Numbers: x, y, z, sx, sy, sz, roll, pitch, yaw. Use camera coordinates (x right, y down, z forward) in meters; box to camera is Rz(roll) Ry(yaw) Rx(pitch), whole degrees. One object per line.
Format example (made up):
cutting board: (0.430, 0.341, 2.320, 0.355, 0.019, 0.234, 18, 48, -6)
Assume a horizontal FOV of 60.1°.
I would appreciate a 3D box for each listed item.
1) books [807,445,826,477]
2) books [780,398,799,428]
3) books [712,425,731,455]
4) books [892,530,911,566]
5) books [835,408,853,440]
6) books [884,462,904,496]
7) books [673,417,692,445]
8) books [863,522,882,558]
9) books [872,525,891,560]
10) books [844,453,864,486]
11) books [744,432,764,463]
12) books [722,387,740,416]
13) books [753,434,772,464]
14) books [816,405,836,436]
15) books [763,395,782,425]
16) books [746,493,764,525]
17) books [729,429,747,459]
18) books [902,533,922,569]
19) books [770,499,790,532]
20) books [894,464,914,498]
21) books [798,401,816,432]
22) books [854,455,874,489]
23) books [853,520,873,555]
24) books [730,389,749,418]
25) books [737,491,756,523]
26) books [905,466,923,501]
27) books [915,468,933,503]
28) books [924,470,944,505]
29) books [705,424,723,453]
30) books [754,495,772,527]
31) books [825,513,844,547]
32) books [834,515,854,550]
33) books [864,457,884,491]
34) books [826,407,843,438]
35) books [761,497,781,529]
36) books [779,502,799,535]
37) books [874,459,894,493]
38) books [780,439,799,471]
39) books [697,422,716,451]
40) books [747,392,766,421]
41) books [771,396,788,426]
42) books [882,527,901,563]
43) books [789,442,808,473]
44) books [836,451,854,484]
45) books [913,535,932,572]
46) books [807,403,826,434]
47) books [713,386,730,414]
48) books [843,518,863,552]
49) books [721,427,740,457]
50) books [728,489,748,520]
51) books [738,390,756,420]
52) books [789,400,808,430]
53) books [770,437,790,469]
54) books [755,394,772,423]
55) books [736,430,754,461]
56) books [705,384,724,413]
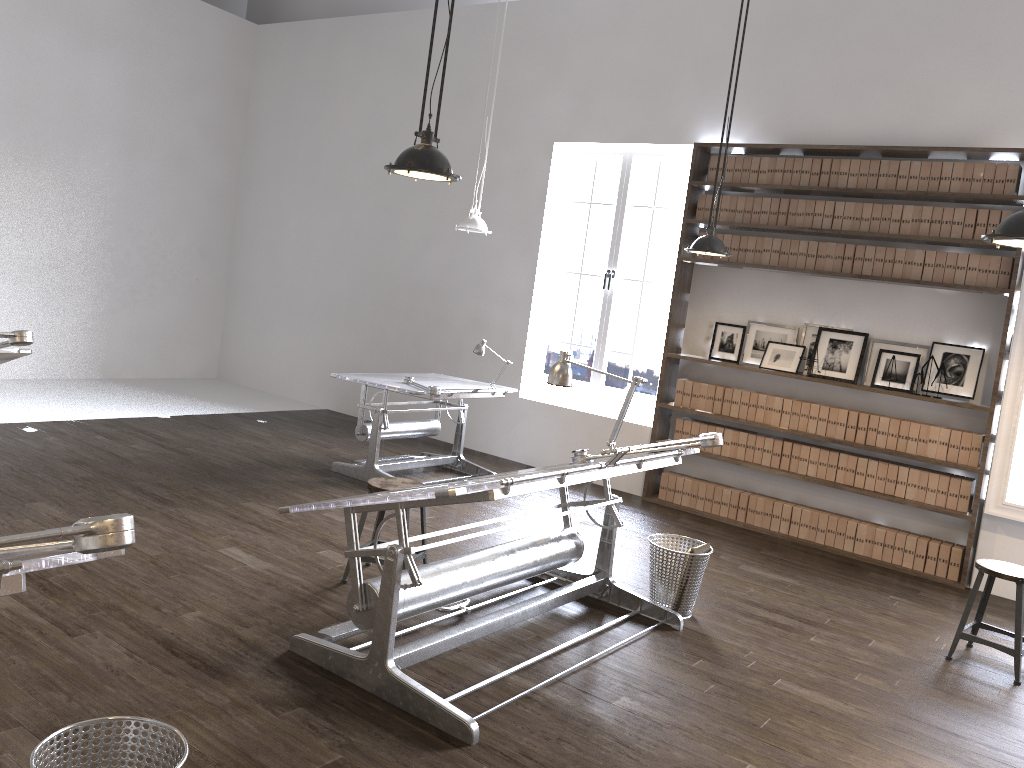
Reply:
books: (2.334, 0.591, 6.782, 0.067, 0.225, 0.174, 10, 5, 35)
books: (2.167, 0.228, 6.913, 0.067, 0.225, 0.174, 10, 5, 35)
books: (1.715, 0.458, 7.226, 0.067, 0.225, 0.174, 10, 5, 35)
books: (2.822, 1.186, 6.413, 0.067, 0.225, 0.174, 10, 5, 35)
books: (2.504, 0.301, 6.673, 0.067, 0.225, 0.174, 10, 5, 35)
books: (2.786, 0.689, 6.458, 0.067, 0.225, 0.174, 10, 5, 35)
books: (1.430, 0.396, 7.431, 0.067, 0.225, 0.174, 10, 5, 35)
books: (2.656, 1.150, 6.531, 0.067, 0.225, 0.174, 10, 5, 35)
books: (2.707, 1.162, 6.489, 0.067, 0.225, 0.174, 10, 5, 35)
books: (2.555, 0.640, 6.618, 0.067, 0.225, 0.174, 10, 5, 35)
books: (1.934, 0.504, 7.074, 0.067, 0.225, 0.174, 10, 5, 35)
books: (1.783, 0.144, 7.197, 0.067, 0.225, 0.174, 10, 5, 35)
books: (1.991, 0.517, 7.033, 0.067, 0.225, 0.174, 10, 5, 35)
books: (2.393, 0.277, 6.748, 0.067, 0.225, 0.174, 10, 5, 35)
books: (2.060, 0.205, 6.994, 0.067, 0.225, 0.174, 10, 5, 35)
books: (1.939, 0.995, 7.052, 0.067, 0.225, 0.174, 10, 5, 35)
books: (1.826, 0.481, 7.151, 0.067, 0.225, 0.174, 10, 5, 35)
books: (2.876, 1.198, 6.369, 0.067, 0.225, 0.174, 10, 5, 35)
books: (2.097, 1.030, 6.930, 0.067, 0.225, 0.174, 10, 5, 35)
books: (2.840, 0.701, 6.414, 0.067, 0.225, 0.174, 10, 5, 35)
books: (2.283, 0.253, 6.837, 0.067, 0.225, 0.174, 10, 5, 35)
books: (2.613, 0.652, 6.576, 0.067, 0.225, 0.174, 10, 5, 35)
books: (2.605, 1.140, 6.566, 0.067, 0.225, 0.174, 10, 5, 35)
books: (1.837, 0.157, 7.152, 0.067, 0.225, 0.174, 10, 5, 35)
books: (1.877, 0.982, 7.090, 0.067, 0.225, 0.174, 10, 5, 35)
books: (2.899, 0.714, 6.374, 0.067, 0.225, 0.174, 10, 5, 35)
books: (2.951, 0.725, 6.338, 0.067, 0.225, 0.174, 10, 5, 35)
books: (3.001, 0.736, 6.296, 0.067, 0.225, 0.174, 10, 5, 35)
books: (1.661, 0.445, 7.270, 0.067, 0.225, 0.174, 10, 5, 35)
books: (1.990, 1.006, 7.012, 0.067, 0.225, 0.174, 10, 5, 35)
books: (2.437, 1.103, 6.693, 0.067, 0.225, 0.174, 10, 5, 35)
books: (2.492, 1.115, 6.651, 0.067, 0.225, 0.174, 10, 5, 35)
books: (2.673, 0.665, 6.537, 0.067, 0.225, 0.174, 10, 5, 35)
books: (2.451, 0.290, 6.706, 0.067, 0.225, 0.174, 10, 5, 35)
books: (2.038, 1.017, 6.971, 0.067, 0.225, 0.174, 10, 5, 35)
books: (2.157, 1.042, 6.890, 0.067, 0.225, 0.174, 10, 5, 35)
books: (2.731, 0.677, 6.500, 0.067, 0.225, 0.174, 10, 5, 35)
books: (2.162, 0.554, 6.903, 0.067, 0.225, 0.174, 10, 5, 35)
books: (1.606, 0.433, 7.312, 0.067, 0.225, 0.174, 10, 5, 35)
books: (1.953, 0.181, 7.073, 0.067, 0.225, 0.174, 10, 5, 35)
books: (2.110, 0.216, 6.957, 0.067, 0.225, 0.174, 10, 5, 35)
books: (2.765, 1.174, 6.455, 0.067, 0.225, 0.174, 10, 5, 35)
books: (2.225, 0.567, 6.865, 0.067, 0.225, 0.174, 10, 5, 35)
books: (2.506, 0.629, 6.658, 0.067, 0.225, 0.174, 10, 5, 35)
books: (2.936, 1.211, 6.332, 0.067, 0.225, 0.174, 10, 5, 35)
books: (2.336, 0.265, 6.793, 0.067, 0.225, 0.174, 10, 5, 35)
books: (1.720, 0.131, 7.236, 0.067, 0.225, 0.174, 10, 5, 35)
books: (2.546, 1.127, 6.607, 0.067, 0.225, 0.174, 10, 5, 35)
books: (1.775, 0.470, 7.186, 0.067, 0.225, 0.174, 10, 5, 35)
books: (1.820, 0.969, 7.138, 0.067, 0.225, 0.174, 10, 5, 35)
books: (1.897, 0.169, 7.114, 0.067, 0.225, 0.174, 10, 5, 35)
books: (2.226, 0.240, 6.876, 0.067, 0.225, 0.174, 10, 5, 35)
books: (2.105, 0.541, 6.951, 0.067, 0.225, 0.174, 10, 5, 35)
books: (2.004, 0.193, 7.029, 0.067, 0.225, 0.174, 10, 5, 35)
books: (1.877, 0.493, 7.108, 0.067, 0.225, 0.174, 10, 5, 35)
books: (1.663, 0.119, 7.283, 0.067, 0.225, 0.174, 10, 5, 35)
